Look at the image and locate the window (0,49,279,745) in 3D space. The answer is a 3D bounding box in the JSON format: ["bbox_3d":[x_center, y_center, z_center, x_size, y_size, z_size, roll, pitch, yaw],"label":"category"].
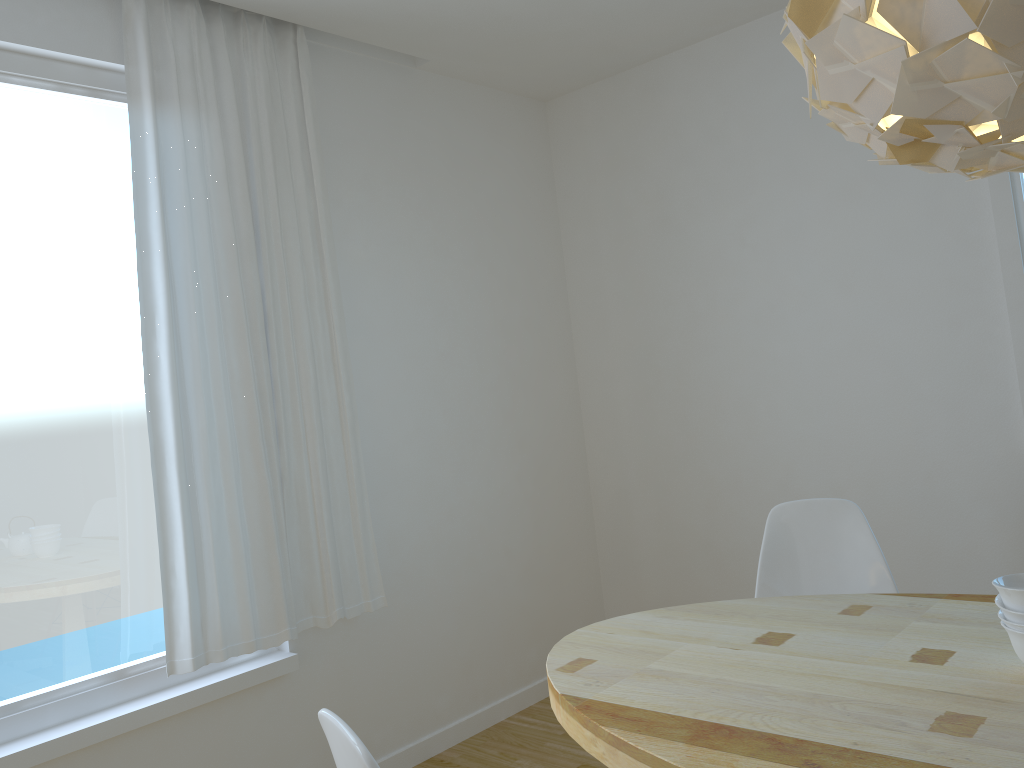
[{"bbox_3d":[-1.830,0.036,2.048,0.088,1.925,2.732,-10,-4,42],"label":"window"}]

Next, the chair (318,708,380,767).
[{"bbox_3d":[0.039,0.885,1.300,0.524,0.905,0.427,-5,-4,-28],"label":"chair"}]

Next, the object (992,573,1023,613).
[{"bbox_3d":[0.942,0.390,1.569,0.152,0.087,0.151,-6,-1,-20],"label":"object"}]

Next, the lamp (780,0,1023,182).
[{"bbox_3d":[0.762,-0.898,1.492,0.636,1.139,0.648,-9,-4,41],"label":"lamp"}]

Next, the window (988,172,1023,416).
[{"bbox_3d":[1.551,-0.289,1.458,1.871,2.061,2.554,-8,-3,42],"label":"window"}]

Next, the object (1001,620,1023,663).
[{"bbox_3d":[0.955,0.464,1.564,0.152,0.083,0.151,-6,-1,-9],"label":"object"}]

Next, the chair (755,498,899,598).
[{"bbox_3d":[0.873,0.799,2.375,0.429,0.905,0.522,-7,-3,17],"label":"chair"}]

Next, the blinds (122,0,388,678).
[{"bbox_3d":[-0.827,-0.255,2.909,0.149,2.169,0.796,-10,-5,42],"label":"blinds"}]

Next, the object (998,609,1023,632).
[{"bbox_3d":[0.949,0.441,1.564,0.151,0.093,0.151,-6,-1,-9],"label":"object"}]

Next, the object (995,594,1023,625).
[{"bbox_3d":[0.944,0.417,1.565,0.151,0.096,0.151,-6,-2,-31],"label":"object"}]

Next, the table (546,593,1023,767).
[{"bbox_3d":[1.005,0.865,1.406,2.180,0.728,1.196,-7,-1,41],"label":"table"}]
